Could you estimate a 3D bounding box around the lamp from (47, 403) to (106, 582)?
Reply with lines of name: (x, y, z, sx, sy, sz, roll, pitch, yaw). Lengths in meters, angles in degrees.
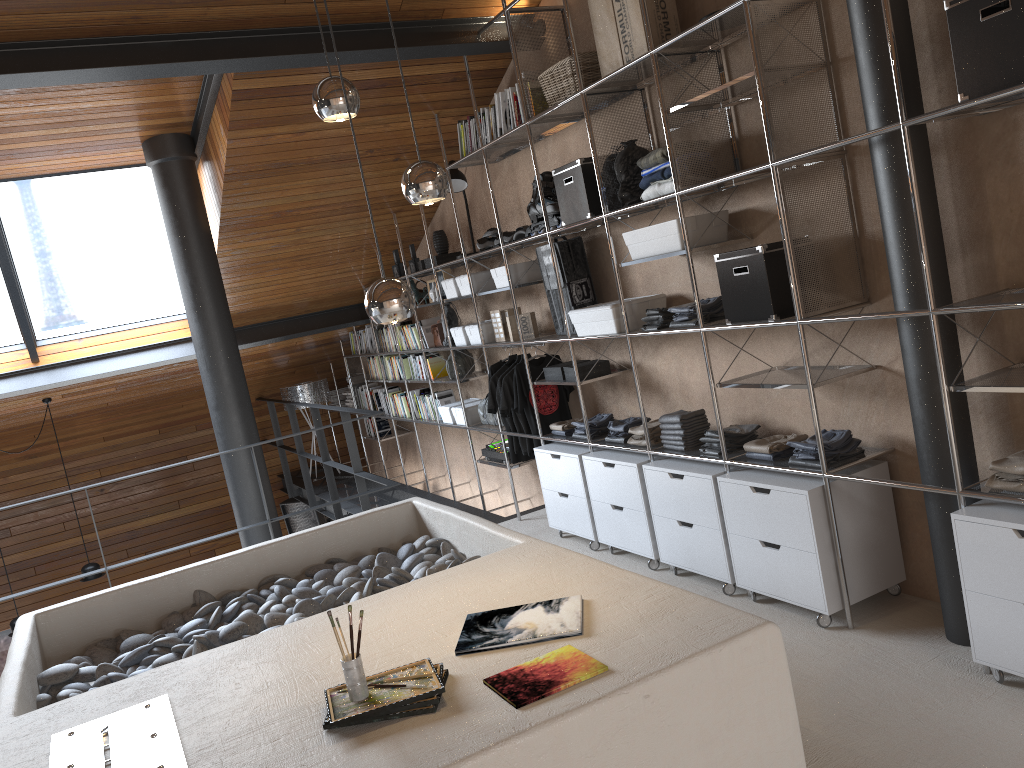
lamp: (-3.819, 0.928, 7.671, 0.210, 1.565, 0.210, -10, 6, 12)

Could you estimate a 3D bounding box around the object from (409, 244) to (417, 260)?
object: (-0.774, -1.031, 6.923, 0.029, 0.114, 0.084, -13, 6, -14)

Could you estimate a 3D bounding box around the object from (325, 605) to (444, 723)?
object: (-0.338, 0.647, 2.168, 0.301, 0.234, 0.245, -12, 6, -6)

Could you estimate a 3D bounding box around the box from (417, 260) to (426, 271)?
box: (-0.588, -0.900, 6.643, 0.208, 0.079, 0.207, -13, 6, -12)

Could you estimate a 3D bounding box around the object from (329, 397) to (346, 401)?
object: (-1.888, 0.154, 9.800, 0.246, 0.016, 0.182, -14, 7, -25)

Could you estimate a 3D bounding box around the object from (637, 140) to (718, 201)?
object: (0.729, -0.953, 3.928, 0.250, 0.229, 0.306, -14, 6, -23)

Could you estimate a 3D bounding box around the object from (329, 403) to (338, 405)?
object: (-1.885, 0.197, 9.820, 0.243, 0.012, 0.159, -14, 7, -25)

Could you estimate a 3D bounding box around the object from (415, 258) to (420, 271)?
object: (-0.726, -0.919, 6.893, 0.029, 0.117, 0.086, -12, 6, -1)

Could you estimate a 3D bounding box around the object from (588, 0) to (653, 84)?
object: (0.506, -1.594, 4.041, 0.192, 0.382, 0.181, -14, 7, -25)

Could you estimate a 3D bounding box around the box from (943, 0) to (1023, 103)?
box: (1.422, -0.970, 2.442, 0.266, 0.295, 0.289, -14, 7, -25)

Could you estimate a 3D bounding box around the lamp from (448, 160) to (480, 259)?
lamp: (-0.341, -1.179, 5.991, 0.233, 0.660, 0.323, -8, 7, 28)

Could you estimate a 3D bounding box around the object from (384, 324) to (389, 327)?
object: (-1.025, -0.417, 7.743, 0.146, 0.240, 0.023, -14, 7, -25)

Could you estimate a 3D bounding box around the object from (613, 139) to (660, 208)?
object: (0.587, -0.997, 4.197, 0.212, 0.319, 0.157, -11, 6, 1)

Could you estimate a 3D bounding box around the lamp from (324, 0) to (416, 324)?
lamp: (-0.514, -1.036, 2.466, 0.146, 1.771, 0.146, -12, 6, 0)

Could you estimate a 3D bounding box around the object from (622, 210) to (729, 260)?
object: (0.744, -0.668, 4.022, 0.289, 0.135, 0.437, -14, 7, -25)

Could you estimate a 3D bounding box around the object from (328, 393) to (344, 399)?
object: (-1.899, 0.117, 9.796, 0.252, 0.028, 0.180, -14, 7, -25)

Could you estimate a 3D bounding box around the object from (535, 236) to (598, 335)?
object: (0.319, -0.564, 5.033, 0.188, 0.559, 0.337, -14, 6, -21)

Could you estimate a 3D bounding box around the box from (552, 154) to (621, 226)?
box: (0.410, -0.986, 4.512, 0.266, 0.295, 0.289, -14, 7, -25)

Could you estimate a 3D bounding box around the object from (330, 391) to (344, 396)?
object: (-1.901, 0.092, 9.812, 0.233, 0.021, 0.174, -14, 7, -25)

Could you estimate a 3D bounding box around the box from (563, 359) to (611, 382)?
box: (0.421, -0.076, 4.978, 0.208, 0.079, 0.207, -13, 6, -13)

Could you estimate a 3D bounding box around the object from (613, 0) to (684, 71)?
object: (0.590, -1.593, 3.870, 0.192, 0.382, 0.181, -14, 7, -25)

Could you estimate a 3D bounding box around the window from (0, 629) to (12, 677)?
window: (-4.767, 3.048, 9.397, 5.937, 1.521, 0.101, -14, 7, -25)

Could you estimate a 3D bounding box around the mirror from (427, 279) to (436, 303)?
mirror: (-0.568, -0.710, 6.717, 0.130, 0.168, 0.069, -7, 7, 34)

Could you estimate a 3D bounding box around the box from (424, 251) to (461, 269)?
box: (-0.499, -0.897, 6.444, 0.208, 0.079, 0.207, -15, 7, -28)

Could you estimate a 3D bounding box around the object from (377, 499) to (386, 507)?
object: (-1.335, 1.557, 9.469, 0.244, 0.879, 0.244, -11, 6, 3)

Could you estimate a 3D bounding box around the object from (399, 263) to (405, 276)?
object: (-0.876, -0.908, 7.096, 0.029, 0.117, 0.086, -12, 6, -5)

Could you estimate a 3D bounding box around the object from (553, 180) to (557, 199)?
object: (0.312, -1.051, 5.028, 0.174, 0.342, 0.416, -14, 6, -20)

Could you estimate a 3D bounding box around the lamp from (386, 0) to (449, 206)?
lamp: (-0.402, -1.272, 2.662, 0.146, 1.474, 0.146, -11, 6, 5)

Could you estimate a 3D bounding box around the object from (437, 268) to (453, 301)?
object: (-0.482, -0.719, 6.413, 0.062, 0.219, 0.157, -14, 7, -25)

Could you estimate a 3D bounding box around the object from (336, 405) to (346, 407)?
object: (-1.753, 0.213, 9.589, 0.262, 0.025, 0.176, -14, 7, -25)

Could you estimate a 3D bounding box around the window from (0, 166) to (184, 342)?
window: (-4.225, -0.728, 6.141, 3.819, 1.031, 1.213, -14, 7, -25)

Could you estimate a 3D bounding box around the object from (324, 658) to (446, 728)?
object: (-0.317, 0.754, 2.178, 0.276, 0.013, 0.207, -13, 6, -15)

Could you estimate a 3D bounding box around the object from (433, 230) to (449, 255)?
object: (-0.516, -1.023, 6.430, 0.115, 0.177, 0.115, -12, 6, -1)

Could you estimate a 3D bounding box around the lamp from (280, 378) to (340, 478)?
lamp: (-2.017, 0.479, 9.046, 0.475, 1.002, 0.475, -12, 6, -2)

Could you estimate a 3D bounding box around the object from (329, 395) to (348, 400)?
object: (-1.891, 0.139, 9.799, 0.246, 0.016, 0.182, -14, 7, -25)

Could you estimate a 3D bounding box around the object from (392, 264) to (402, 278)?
object: (-0.927, -0.907, 7.179, 0.029, 0.117, 0.086, -16, 8, -39)

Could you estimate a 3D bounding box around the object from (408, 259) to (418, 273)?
object: (-0.771, -0.920, 6.980, 0.029, 0.117, 0.086, -16, 7, -35)

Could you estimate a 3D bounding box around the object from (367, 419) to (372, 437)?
object: (-1.363, 0.424, 8.783, 0.111, 0.174, 0.011, -14, 7, -25)

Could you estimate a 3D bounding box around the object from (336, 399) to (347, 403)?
object: (-1.783, 0.171, 9.585, 0.203, 0.013, 0.161, -14, 7, -25)

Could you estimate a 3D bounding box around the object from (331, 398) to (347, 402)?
object: (-1.880, 0.167, 9.820, 0.224, 0.017, 0.167, -14, 7, -25)

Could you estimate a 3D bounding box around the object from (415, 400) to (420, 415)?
object: (-0.728, 0.183, 7.397, 0.131, 0.180, 0.042, -14, 7, -26)

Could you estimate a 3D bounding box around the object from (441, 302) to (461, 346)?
object: (-0.454, -0.430, 6.516, 0.157, 0.339, 0.229, -11, 6, 1)

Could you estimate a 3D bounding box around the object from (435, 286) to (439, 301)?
object: (-0.540, -0.656, 6.430, 0.037, 0.114, 0.037, -16, 8, -39)

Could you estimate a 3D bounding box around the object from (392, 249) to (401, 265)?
object: (-0.927, -1.019, 7.124, 0.029, 0.114, 0.084, -13, 6, -18)

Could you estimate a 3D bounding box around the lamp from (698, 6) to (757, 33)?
lamp: (0.758, -1.722, 3.420, 0.322, 0.660, 0.233, -7, 7, 37)

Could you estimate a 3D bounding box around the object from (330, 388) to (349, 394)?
object: (-1.912, 0.075, 9.808, 0.246, 0.016, 0.182, -14, 7, -25)

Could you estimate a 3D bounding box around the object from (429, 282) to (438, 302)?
object: (-0.571, -0.684, 6.590, 0.091, 0.146, 0.091, -11, 6, 8)

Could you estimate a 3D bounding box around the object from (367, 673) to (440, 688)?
object: (-0.295, 0.744, 2.193, 0.232, 0.010, 0.064, -10, 6, 11)

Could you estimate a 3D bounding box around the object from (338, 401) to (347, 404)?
object: (-1.749, 0.181, 9.574, 0.228, 0.016, 0.182, -14, 7, -25)

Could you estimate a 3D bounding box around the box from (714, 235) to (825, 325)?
box: (1.026, -0.412, 3.548, 0.266, 0.295, 0.289, -14, 7, -25)

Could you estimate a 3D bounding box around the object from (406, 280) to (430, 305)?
object: (-0.794, -0.732, 7.122, 0.278, 0.222, 0.138, -9, 6, 21)

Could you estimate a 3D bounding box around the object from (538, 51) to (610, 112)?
object: (0.321, -1.502, 4.435, 0.262, 0.198, 0.417, -14, 7, -25)

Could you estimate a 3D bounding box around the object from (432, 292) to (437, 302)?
object: (-0.567, -0.636, 6.473, 0.037, 0.077, 0.037, -16, 8, -39)

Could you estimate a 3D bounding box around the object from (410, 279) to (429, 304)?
object: (-0.727, -0.722, 6.930, 0.197, 0.220, 0.102, -17, 8, -41)

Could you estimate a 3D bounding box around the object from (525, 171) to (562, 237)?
object: (0.198, -1.013, 4.952, 0.174, 0.342, 0.416, -14, 6, -21)

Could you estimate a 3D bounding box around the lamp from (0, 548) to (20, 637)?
lamp: (-4.263, 1.129, 7.280, 0.210, 1.911, 0.210, -10, 6, 12)

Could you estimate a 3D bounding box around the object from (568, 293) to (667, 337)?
object: (0.547, -0.350, 4.568, 0.343, 0.147, 0.445, -14, 7, -25)

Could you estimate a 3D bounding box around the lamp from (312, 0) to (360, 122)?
lamp: (-0.650, -1.402, 2.679, 0.146, 1.204, 0.146, -11, 6, 5)

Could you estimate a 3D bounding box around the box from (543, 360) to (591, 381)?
box: (0.326, -0.080, 5.192, 0.208, 0.079, 0.207, -15, 7, -27)

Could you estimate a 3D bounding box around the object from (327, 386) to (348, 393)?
object: (-1.920, 0.060, 9.816, 0.246, 0.016, 0.182, -14, 7, -25)
